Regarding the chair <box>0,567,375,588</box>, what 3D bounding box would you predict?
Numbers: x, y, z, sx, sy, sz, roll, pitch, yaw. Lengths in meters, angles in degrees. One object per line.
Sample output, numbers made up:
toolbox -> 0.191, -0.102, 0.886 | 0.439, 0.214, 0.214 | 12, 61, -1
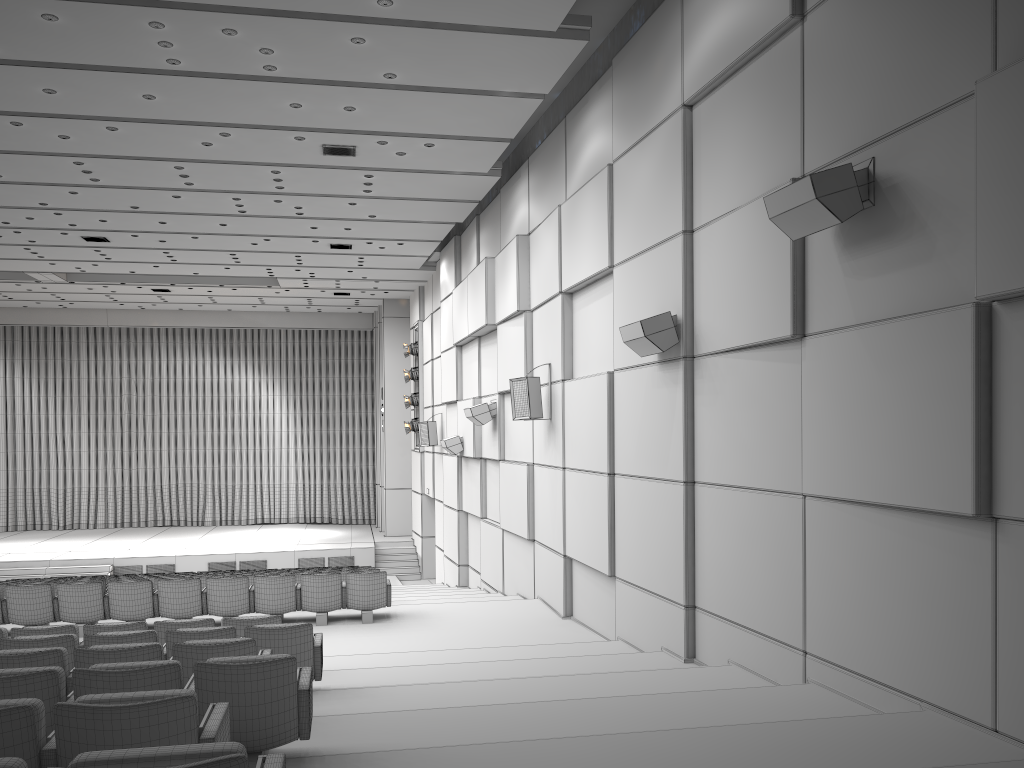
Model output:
chair -> -5.585, 3.479, 14.891 | 6.599, 0.622, 0.612 | 0, -1, -11

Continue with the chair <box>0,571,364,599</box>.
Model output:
chair -> -4.959, 2.844, 11.645 | 6.049, 0.622, 0.612 | 0, -1, -11

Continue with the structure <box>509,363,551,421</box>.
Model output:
structure -> 0.250, 0.104, 11.495 | 0.409, 0.744, 0.410 | -1, 0, 37

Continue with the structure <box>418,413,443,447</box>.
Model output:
structure -> -1.799, 1.019, 19.645 | 0.409, 0.744, 0.410 | -1, 0, 37

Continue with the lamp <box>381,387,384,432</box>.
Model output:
lamp -> -3.522, 0.749, 25.180 | 0.436, 1.478, 0.385 | -1, 1, -15

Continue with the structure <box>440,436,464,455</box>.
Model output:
structure -> -1.104, 1.145, 16.965 | 0.470, 0.417, 0.520 | 0, -2, -14

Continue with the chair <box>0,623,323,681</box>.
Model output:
chair -> -8.212, 2.085, 5.507 | 13.749, 0.622, 0.612 | 0, -1, -11

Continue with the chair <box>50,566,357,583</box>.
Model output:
chair -> -6.145, 4.114, 18.157 | 6.049, 0.622, 0.612 | 0, -1, -11

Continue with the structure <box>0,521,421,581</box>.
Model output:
structure -> -11.325, 4.719, 24.044 | 17.818, 0.845, 8.325 | 0, -3, -11

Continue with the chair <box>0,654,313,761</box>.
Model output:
chair -> -7.806, 1.662, 3.341 | 13.749, 0.622, 0.612 | 0, -1, -11

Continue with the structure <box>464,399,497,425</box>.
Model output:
structure -> -0.509, 0.467, 14.494 | 0.470, 0.417, 0.520 | 0, -2, -15

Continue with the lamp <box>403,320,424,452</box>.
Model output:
lamp -> -2.420, 0.086, 22.776 | 0.755, 3.341, 1.021 | -1, 1, -15

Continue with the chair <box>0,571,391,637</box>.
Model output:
chair -> -4.772, 2.633, 10.559 | 6.600, 0.622, 0.612 | 0, -1, -11

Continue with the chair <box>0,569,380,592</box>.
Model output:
chair -> -5.179, 3.056, 12.725 | 6.599, 0.622, 0.612 | 0, -1, -11

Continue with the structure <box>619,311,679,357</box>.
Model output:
structure -> 1.273, -0.470, 7.941 | 0.470, 0.417, 0.520 | 0, -2, -14

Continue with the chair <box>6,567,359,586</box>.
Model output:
chair -> -5.772, 3.690, 15.978 | 6.049, 0.622, 0.612 | 0, -1, -11

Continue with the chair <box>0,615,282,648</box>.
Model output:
chair -> -8.442, 2.296, 6.586 | 13.199, 0.622, 0.612 | 0, -1, -11

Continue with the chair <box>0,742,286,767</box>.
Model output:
chair -> -7.399, 1.238, 1.175 | 13.749, 0.622, 0.612 | 0, -1, -11

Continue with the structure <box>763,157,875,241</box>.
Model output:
structure -> 1.903, -1.147, 5.483 | 0.471, 0.418, 0.520 | 0, -2, -15

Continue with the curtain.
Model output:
curtain -> -11.988, 1.207, 27.063 | 16.129, 6.522, 1.429 | 0, 1, -11

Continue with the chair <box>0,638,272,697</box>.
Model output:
chair -> -8.035, 1.873, 4.419 | 13.199, 0.622, 0.612 | 0, -1, -11

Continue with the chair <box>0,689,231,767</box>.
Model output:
chair -> -7.629, 1.450, 2.253 | 13.199, 0.622, 0.612 | 0, -1, -11

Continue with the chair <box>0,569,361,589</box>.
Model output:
chair -> -5.365, 3.267, 13.811 | 6.049, 0.622, 0.612 | 0, -1, -11

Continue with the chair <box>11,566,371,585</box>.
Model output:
chair -> -5.992, 3.902, 17.058 | 6.599, 0.622, 0.612 | 0, -1, -11
